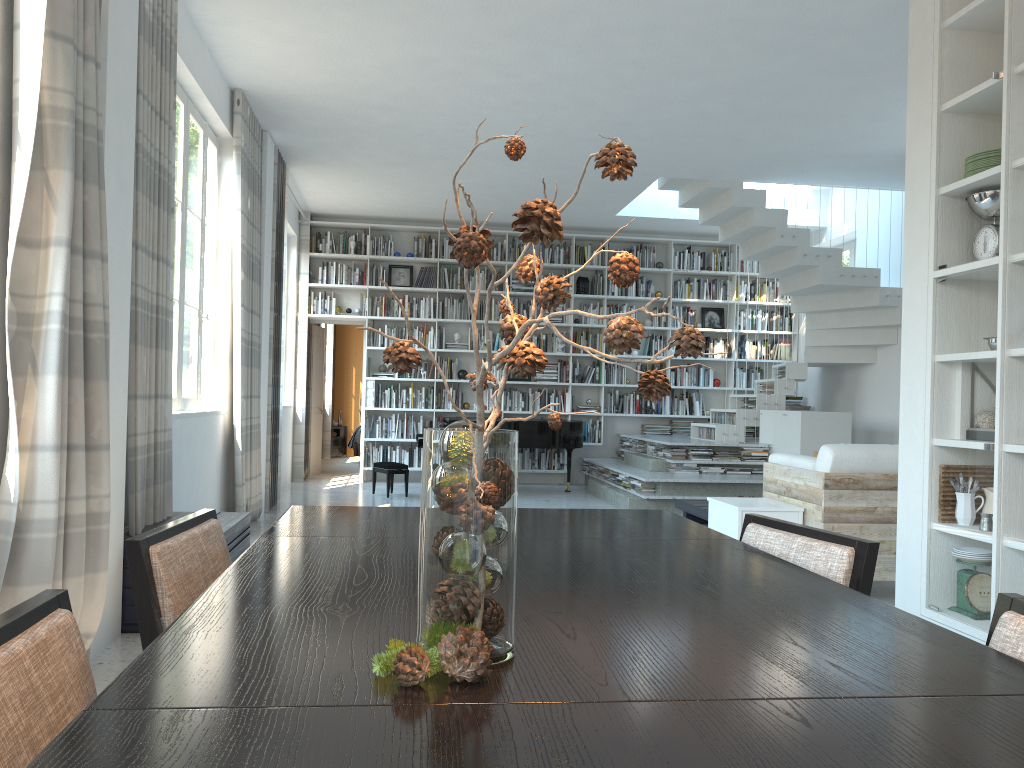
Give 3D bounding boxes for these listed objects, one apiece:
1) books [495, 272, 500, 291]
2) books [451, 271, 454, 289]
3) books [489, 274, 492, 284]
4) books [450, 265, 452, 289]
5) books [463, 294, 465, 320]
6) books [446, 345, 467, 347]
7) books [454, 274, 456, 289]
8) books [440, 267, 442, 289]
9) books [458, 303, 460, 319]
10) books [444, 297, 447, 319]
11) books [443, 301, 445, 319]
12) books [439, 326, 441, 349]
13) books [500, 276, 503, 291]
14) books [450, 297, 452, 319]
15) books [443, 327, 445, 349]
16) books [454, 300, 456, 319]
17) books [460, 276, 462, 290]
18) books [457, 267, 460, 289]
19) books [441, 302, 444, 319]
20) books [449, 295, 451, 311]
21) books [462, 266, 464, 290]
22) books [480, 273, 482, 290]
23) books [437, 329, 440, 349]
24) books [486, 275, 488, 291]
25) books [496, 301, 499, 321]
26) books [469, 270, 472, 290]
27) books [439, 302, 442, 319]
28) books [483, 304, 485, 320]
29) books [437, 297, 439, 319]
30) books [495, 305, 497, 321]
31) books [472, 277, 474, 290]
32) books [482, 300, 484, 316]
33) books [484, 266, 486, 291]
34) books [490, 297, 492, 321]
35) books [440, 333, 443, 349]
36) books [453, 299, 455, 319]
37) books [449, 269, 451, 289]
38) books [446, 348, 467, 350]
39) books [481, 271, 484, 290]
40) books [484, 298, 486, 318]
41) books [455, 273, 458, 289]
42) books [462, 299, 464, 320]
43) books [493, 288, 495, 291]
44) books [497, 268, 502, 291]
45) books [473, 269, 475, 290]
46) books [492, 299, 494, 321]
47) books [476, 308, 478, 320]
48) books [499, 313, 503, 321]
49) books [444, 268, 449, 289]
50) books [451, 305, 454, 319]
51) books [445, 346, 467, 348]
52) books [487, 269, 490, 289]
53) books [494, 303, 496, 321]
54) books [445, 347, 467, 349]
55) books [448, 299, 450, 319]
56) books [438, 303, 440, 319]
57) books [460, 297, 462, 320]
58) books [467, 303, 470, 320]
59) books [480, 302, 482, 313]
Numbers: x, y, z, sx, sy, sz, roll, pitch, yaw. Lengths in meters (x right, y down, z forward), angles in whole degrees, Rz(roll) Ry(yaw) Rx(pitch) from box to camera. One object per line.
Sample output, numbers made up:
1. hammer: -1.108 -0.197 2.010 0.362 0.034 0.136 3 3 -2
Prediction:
1. books: -0.186 -1.269 11.086 0.055 0.264 0.167 2 -1 -7
2. books: -0.744 -1.274 11.014 0.031 0.242 0.181 2 -1 -7
3. books: -0.274 -1.249 11.076 0.030 0.218 0.182 2 -1 -7
4. books: -0.763 -1.311 11.010 0.012 0.315 0.171 2 0 -7
5. books: -0.604 -0.948 11.048 0.005 0.331 0.161 2 0 -7
6. books: -0.692 -0.471 11.032 0.254 0.012 0.161 2 -1 -10
7. books: -0.719 -1.253 11.031 0.024 0.201 0.153 2 -1 -7
8. books: -0.878 -1.299 11.008 0.013 0.283 0.158 2 0 -7
9. books: -0.663 -0.889 11.019 0.011 0.209 0.181 2 -1 -7
10. books: -0.825 -0.928 11.010 0.026 0.279 0.151 2 0 -7
11. books: -0.845 -0.909 11.014 0.012 0.240 0.134 2 0 -7
12. books: -0.901 -0.571 11.025 0.011 0.298 0.135 2 0 -7
13. books: -0.132 -1.241 11.118 0.028 0.212 0.134 2 -1 -7
14. books: -0.761 -0.929 11.007 0.010 0.283 0.184 2 -1 -7
15. books: -0.849 -0.560 11.015 0.021 0.278 0.136 2 0 -7
16. books: -0.713 -0.911 11.007 0.012 0.251 0.184 2 -1 -7
17. books: -0.639 -1.240 11.044 0.034 0.180 0.160 2 -1 -7
18. books: -0.665 -1.298 11.030 0.023 0.293 0.155 2 0 -7
19. books: -0.865 -0.899 11.025 0.024 0.219 0.140 2 -1 -7
20. books: -0.773 -0.945 11.027 0.011 0.317 0.154 2 0 -7
21. books: -0.615 -1.307 11.055 0.013 0.315 0.135 2 0 -7
22. books: -0.396 -1.256 11.053 0.021 0.226 0.191 2 -1 -7
23. books: -0.916 -0.551 11.005 0.024 0.257 0.134 2 0 -7
24. books: -0.325 -1.248 11.087 0.024 0.213 0.150 2 -1 -7
25. books: -0.180 -0.899 11.089 0.022 0.257 0.155 2 -1 -7
26. books: -0.520 -1.279 11.056 0.027 0.265 0.168 2 -1 -7
27. books: -0.891 -0.902 11.023 0.029 0.225 0.136 2 -1 -7
28. books: -0.355 -0.885 11.051 0.006 0.216 0.181 2 -1 -7
29. books: -0.924 -0.934 11.011 0.012 0.285 0.159 2 0 -7
30. books: -0.205 -0.879 11.095 0.024 0.216 0.142 2 -1 -7
31. books: -0.494 -1.236 11.053 0.028 0.180 0.168 2 -1 -7
32. books: -0.366 -0.910 11.082 0.009 0.266 0.149 2 0 -7
33. books: -0.338 -1.298 11.065 0.011 0.313 0.183 2 0 -7
34. books: -0.262 -0.925 11.080 0.006 0.303 0.165 2 0 -7
35. books: -0.878 -0.526 11.017 0.034 0.209 0.136 2 -1 -7
36. books: -0.723 -0.918 11.004 0.009 0.263 0.189 2 -1 -7
37. books: -0.776 -1.284 11.018 0.011 0.260 0.157 2 -1 -7
38. books: -0.694 -0.434 11.038 0.254 0.012 0.161 2 -1 -7
39. books: -0.373 -1.273 11.074 0.028 0.261 0.135 2 0 -7
40. books: -0.334 -0.919 11.086 0.033 0.287 0.155 2 0 -7
41. books: -0.692 -1.261 11.027 0.029 0.219 0.157 2 -1 -7
42. books: -0.616 -0.913 11.036 0.010 0.262 0.158 2 -1 -7
43. books: -0.228 -1.257 11.101 0.024 0.237 0.153 2 -1 -7
44. books: -0.170 -1.288 11.088 0.058 0.302 0.175 2 0 -7
45. books: -0.472 -1.299 11.055 0.012 0.308 0.145 2 0 -7
46. books: -0.246 -0.914 11.079 0.022 0.284 0.190 2 -1 -7
47. books: -0.432 -0.905 11.071 0.005 0.254 0.161 2 -1 -7
48. books: -0.135 -0.888 11.072 0.064 0.237 0.208 2 -1 -7
49. books: -0.816 -1.292 11.020 0.067 0.274 0.168 2 -1 -7
50. books: -0.745 -0.880 11.026 0.029 0.187 0.149 2 -1 -7
51. books: -0.692 -0.459 11.027 0.254 0.012 0.161 2 -1 -12
52. books: -0.301 -1.285 11.093 0.022 0.290 0.146 2 0 -7
53. books: -0.222 -0.886 11.093 0.011 0.229 0.165 2 -1 -7
54. books: -0.693 -0.447 11.029 0.254 0.012 0.161 2 -1 -11
55. books: -0.789 -0.919 11.012 0.024 0.262 0.177 2 -1 -7
56. books: -0.910 -0.895 10.996 0.015 0.207 0.186 2 -1 -7
57. books: -0.641 -0.929 11.027 0.011 0.291 0.176 2 -1 -7
58. books: -0.544 -0.896 11.051 0.031 0.232 0.147 2 -1 -7
59. books: -0.390 -0.896 11.048 0.005 0.236 0.178 2 -1 -7
